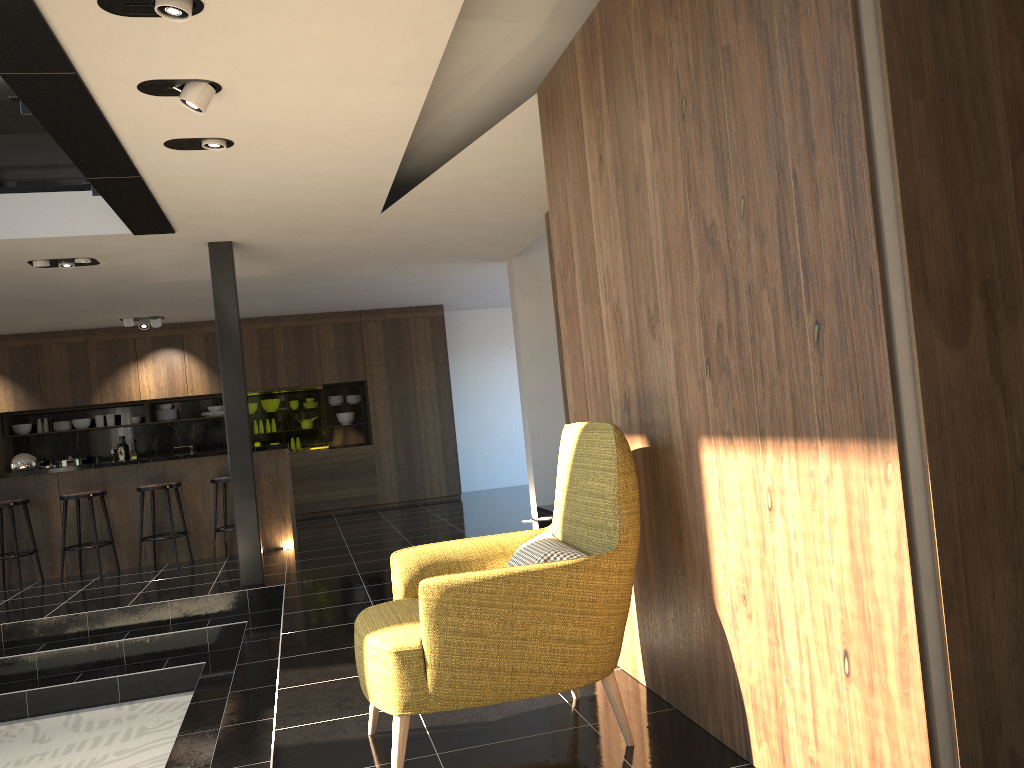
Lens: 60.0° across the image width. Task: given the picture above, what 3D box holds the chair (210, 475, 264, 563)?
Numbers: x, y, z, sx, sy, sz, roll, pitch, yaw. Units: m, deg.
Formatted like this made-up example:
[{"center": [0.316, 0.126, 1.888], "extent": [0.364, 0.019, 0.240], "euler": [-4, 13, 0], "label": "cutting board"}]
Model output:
[{"center": [-2.662, 1.277, 8.535], "extent": [0.412, 0.799, 0.412], "euler": [-6, -1, -5], "label": "chair"}]

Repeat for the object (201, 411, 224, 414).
[{"center": [-4.011, 0.396, 12.096], "extent": [0.438, 0.039, 0.437], "euler": [-6, -2, 22], "label": "object"}]

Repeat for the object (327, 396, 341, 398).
[{"center": [-2.484, 0.190, 12.463], "extent": [0.220, 0.033, 0.220], "euler": [-6, -1, -4], "label": "object"}]

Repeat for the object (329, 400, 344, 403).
[{"center": [-2.477, 0.259, 12.462], "extent": [0.220, 0.033, 0.220], "euler": [-6, -1, -4], "label": "object"}]

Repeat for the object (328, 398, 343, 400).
[{"center": [-2.480, 0.225, 12.463], "extent": [0.220, 0.033, 0.220], "euler": [-6, -1, -4], "label": "object"}]

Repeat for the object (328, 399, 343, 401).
[{"center": [-2.479, 0.236, 12.463], "extent": [0.220, 0.033, 0.220], "euler": [-6, -1, -4], "label": "object"}]

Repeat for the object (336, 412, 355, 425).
[{"center": [-2.339, 0.492, 12.498], "extent": [0.264, 0.170, 0.264], "euler": [-5, -2, -39], "label": "object"}]

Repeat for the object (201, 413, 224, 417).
[{"center": [-4.008, 0.423, 12.096], "extent": [0.438, 0.039, 0.437], "euler": [-6, -2, 22], "label": "object"}]

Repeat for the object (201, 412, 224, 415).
[{"center": [-4.009, 0.411, 12.096], "extent": [0.438, 0.039, 0.437], "euler": [-6, -2, 22], "label": "object"}]

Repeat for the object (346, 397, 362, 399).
[{"center": [-2.233, 0.213, 12.523], "extent": [0.220, 0.033, 0.220], "euler": [-5, -2, -30], "label": "object"}]

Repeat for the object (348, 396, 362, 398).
[{"center": [-2.234, 0.202, 12.524], "extent": [0.220, 0.033, 0.220], "euler": [-5, -2, -30], "label": "object"}]

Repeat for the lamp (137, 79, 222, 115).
[{"center": [-1.433, -1.289, 3.825], "extent": [0.346, 0.247, 0.195], "euler": [-5, -1, -14], "label": "lamp"}]

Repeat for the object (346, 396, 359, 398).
[{"center": [-2.235, 0.192, 12.524], "extent": [0.220, 0.033, 0.220], "euler": [-5, -2, -30], "label": "object"}]

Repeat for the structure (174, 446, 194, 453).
[{"center": [-4.322, 0.940, 11.689], "extent": [0.242, 0.231, 0.174], "euler": [-5, -1, -14], "label": "structure"}]

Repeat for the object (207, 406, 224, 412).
[{"center": [-4.018, 0.349, 12.097], "extent": [0.254, 0.088, 0.254], "euler": [-6, -1, 11], "label": "object"}]

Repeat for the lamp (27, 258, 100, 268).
[{"center": [-3.605, -1.030, 7.133], "extent": [0.501, 0.194, 0.349], "euler": [-5, -1, -14], "label": "lamp"}]

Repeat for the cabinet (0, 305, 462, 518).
[{"center": [-4.252, 0.567, 11.859], "extent": [6.890, 2.689, 0.870], "euler": [-5, -1, -14], "label": "cabinet"}]

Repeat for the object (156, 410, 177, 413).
[{"center": [-4.678, 0.383, 12.004], "extent": [0.269, 0.024, 0.269], "euler": [-6, -2, 24], "label": "object"}]

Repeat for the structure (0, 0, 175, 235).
[{"center": [-2.851, 0.047, 2.528], "extent": [3.446, 4.867, 7.283], "euler": [-5, -1, -15], "label": "structure"}]

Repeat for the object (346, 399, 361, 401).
[{"center": [-2.231, 0.236, 12.523], "extent": [0.220, 0.033, 0.220], "euler": [-5, -2, -30], "label": "object"}]

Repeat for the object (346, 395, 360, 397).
[{"center": [-2.237, 0.179, 12.524], "extent": [0.220, 0.033, 0.220], "euler": [-5, -2, -30], "label": "object"}]

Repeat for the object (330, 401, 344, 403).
[{"center": [-2.476, 0.270, 12.462], "extent": [0.220, 0.033, 0.220], "euler": [-6, -1, -4], "label": "object"}]

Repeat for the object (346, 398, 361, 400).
[{"center": [-2.232, 0.225, 12.523], "extent": [0.220, 0.033, 0.220], "euler": [-5, -2, -30], "label": "object"}]

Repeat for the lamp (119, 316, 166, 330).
[{"center": [-4.487, -0.804, 10.776], "extent": [0.501, 0.280, 0.349], "euler": [-5, -1, -14], "label": "lamp"}]

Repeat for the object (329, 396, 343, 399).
[{"center": [-2.483, 0.202, 12.463], "extent": [0.220, 0.033, 0.220], "euler": [-6, -1, -4], "label": "object"}]

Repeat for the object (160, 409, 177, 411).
[{"center": [-4.680, 0.366, 12.004], "extent": [0.269, 0.024, 0.269], "euler": [-6, -2, 24], "label": "object"}]

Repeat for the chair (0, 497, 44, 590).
[{"center": [-4.576, 1.455, 8.063], "extent": [0.412, 0.799, 0.412], "euler": [-6, -1, -5], "label": "chair"}]

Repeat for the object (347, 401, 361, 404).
[{"center": [-2.229, 0.261, 12.523], "extent": [0.220, 0.033, 0.220], "euler": [-5, -2, -30], "label": "object"}]

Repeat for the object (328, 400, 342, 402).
[{"center": [-2.478, 0.248, 12.463], "extent": [0.220, 0.033, 0.220], "euler": [-6, -1, -4], "label": "object"}]

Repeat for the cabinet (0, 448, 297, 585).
[{"center": [-3.972, 1.310, 8.674], "extent": [3.563, 0.994, 0.698], "euler": [-5, -1, -14], "label": "cabinet"}]

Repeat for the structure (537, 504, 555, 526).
[{"center": [1.852, -0.348, 6.034], "extent": [1.963, 3.017, 6.666], "euler": [-5, -1, -14], "label": "structure"}]

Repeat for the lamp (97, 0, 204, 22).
[{"center": [-1.254, -1.362, 3.073], "extent": [0.346, 0.177, 0.195], "euler": [-5, -1, -14], "label": "lamp"}]

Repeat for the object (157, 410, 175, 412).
[{"center": [-4.679, 0.375, 12.004], "extent": [0.269, 0.024, 0.269], "euler": [-6, -2, 24], "label": "object"}]

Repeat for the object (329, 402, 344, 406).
[{"center": [-2.475, 0.283, 12.462], "extent": [0.220, 0.033, 0.220], "euler": [-6, -1, -4], "label": "object"}]

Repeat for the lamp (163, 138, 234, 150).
[{"center": [-1.621, -1.295, 4.579], "extent": [0.346, 0.158, 0.195], "euler": [-5, -1, -14], "label": "lamp"}]

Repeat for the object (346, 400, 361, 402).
[{"center": [-2.230, 0.248, 12.523], "extent": [0.220, 0.033, 0.220], "euler": [-5, -2, -30], "label": "object"}]

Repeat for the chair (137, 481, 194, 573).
[{"center": [-3.300, 1.336, 8.378], "extent": [0.412, 0.799, 0.412], "euler": [-6, -1, -5], "label": "chair"}]

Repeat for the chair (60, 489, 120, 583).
[{"center": [-3.938, 1.396, 8.220], "extent": [0.412, 0.799, 0.412], "euler": [-6, -1, -5], "label": "chair"}]

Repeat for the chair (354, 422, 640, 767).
[{"center": [-0.058, 0.724, 3.185], "extent": [1.030, 1.097, 0.808], "euler": [-5, -1, -15], "label": "chair"}]

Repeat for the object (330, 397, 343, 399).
[{"center": [-2.481, 0.215, 12.463], "extent": [0.220, 0.033, 0.220], "euler": [-6, -1, -4], "label": "object"}]
